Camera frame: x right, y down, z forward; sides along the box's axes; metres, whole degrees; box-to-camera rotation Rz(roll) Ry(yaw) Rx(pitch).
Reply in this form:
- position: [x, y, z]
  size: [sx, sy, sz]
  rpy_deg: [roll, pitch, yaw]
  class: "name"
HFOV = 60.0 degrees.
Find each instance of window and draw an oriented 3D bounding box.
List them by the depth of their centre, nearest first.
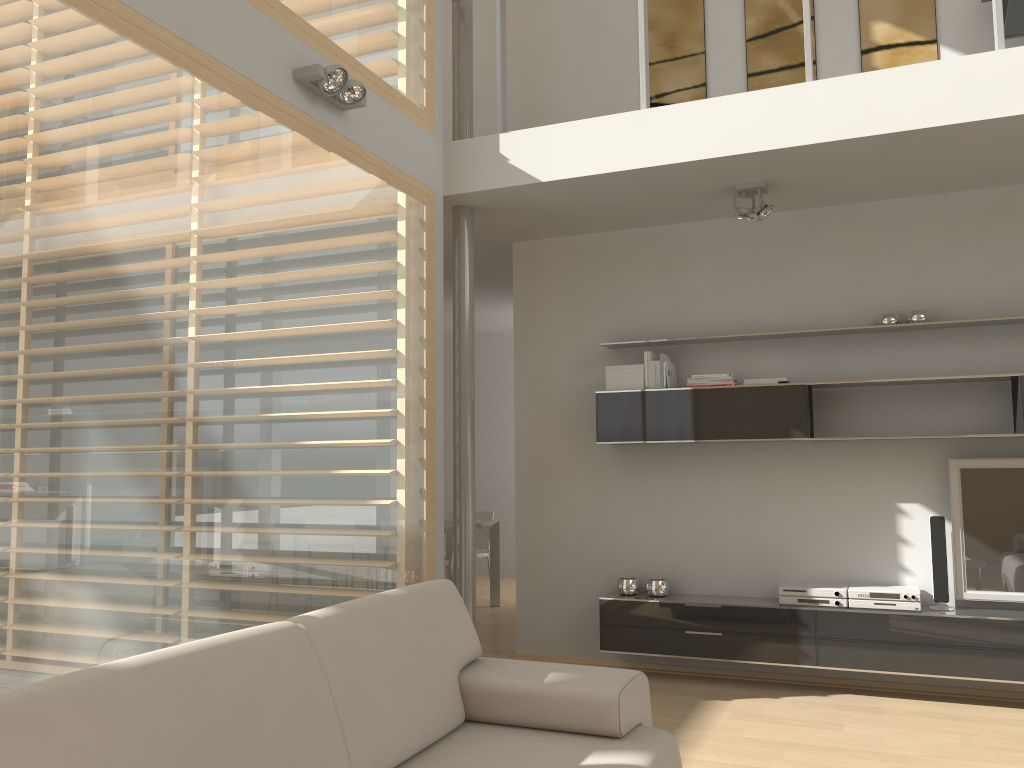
- position: [-0.942, 0.197, 3.391]
  size: [0.020, 2.500, 2.525]
  rpy_deg: [-3, -6, 23]
  class: "window"
- position: [-0.969, -2.641, 3.653]
  size: [0.020, 2.200, 2.525]
  rpy_deg: [-3, -6, 23]
  class: "window"

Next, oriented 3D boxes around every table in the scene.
- position: [-1.295, 1.585, 7.806]
  size: [2.199, 0.746, 0.900]
  rpy_deg: [-3, -6, 23]
  class: "table"

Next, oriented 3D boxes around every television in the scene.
- position: [2.895, 0.737, 4.463]
  size: [1.224, 0.735, 0.096]
  rpy_deg: [-3, -6, 23]
  class: "television"

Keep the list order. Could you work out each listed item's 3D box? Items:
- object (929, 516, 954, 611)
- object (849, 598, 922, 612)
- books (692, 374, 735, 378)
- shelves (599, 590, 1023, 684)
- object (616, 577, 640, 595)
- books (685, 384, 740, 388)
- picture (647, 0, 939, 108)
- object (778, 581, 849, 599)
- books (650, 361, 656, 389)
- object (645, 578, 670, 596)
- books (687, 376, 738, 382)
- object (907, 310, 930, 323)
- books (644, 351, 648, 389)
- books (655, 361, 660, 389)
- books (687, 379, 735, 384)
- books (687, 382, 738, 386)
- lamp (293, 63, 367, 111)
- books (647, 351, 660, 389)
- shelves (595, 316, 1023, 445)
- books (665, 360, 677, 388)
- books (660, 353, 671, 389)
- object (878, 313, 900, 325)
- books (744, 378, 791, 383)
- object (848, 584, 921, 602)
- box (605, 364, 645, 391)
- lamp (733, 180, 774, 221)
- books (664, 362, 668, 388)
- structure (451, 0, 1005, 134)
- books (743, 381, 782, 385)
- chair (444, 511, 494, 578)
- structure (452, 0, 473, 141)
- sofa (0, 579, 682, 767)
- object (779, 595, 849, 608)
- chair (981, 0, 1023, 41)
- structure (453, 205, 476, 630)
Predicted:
- position: [2.240, 0.934, 4.650]
  size: [0.111, 0.483, 0.116]
  rpy_deg: [-2, -6, 19]
  class: "object"
- position: [1.979, 1.159, 4.709]
  size: [0.349, 0.049, 0.250]
  rpy_deg: [-3, -6, 23]
  class: "object"
- position: [1.170, -0.037, 5.141]
  size: [0.227, 0.017, 0.230]
  rpy_deg: [-2, -6, 18]
  class: "books"
- position: [2.517, 1.313, 4.459]
  size: [4.236, 0.312, 0.300]
  rpy_deg: [-3, -6, 23]
  class: "shelves"
- position: [0.691, 1.203, 5.275]
  size: [0.143, 0.091, 0.143]
  rpy_deg: [3, -6, -35]
  class: "object"
- position: [1.170, 0.019, 5.126]
  size: [0.297, 0.013, 0.210]
  rpy_deg: [-3, -6, 23]
  class: "books"
- position: [1.597, -2.596, 5.351]
  size: [1.684, 1.800, 0.010]
  rpy_deg: [-3, -6, 23]
  class: "picture"
- position: [1.649, 1.126, 4.845]
  size: [0.349, 0.049, 0.262]
  rpy_deg: [-3, -6, 23]
  class: "object"
- position: [0.867, -0.043, 5.285]
  size: [0.027, 0.169, 0.230]
  rpy_deg: [-3, -6, 23]
  class: "books"
- position: [0.854, 1.195, 5.206]
  size: [0.143, 0.091, 0.143]
  rpy_deg: [3, -6, -35]
  class: "object"
- position: [1.162, -0.022, 5.129]
  size: [0.254, 0.015, 0.190]
  rpy_deg: [-3, -6, 24]
  class: "books"
- position: [2.193, -0.358, 4.785]
  size: [0.115, 0.081, 0.115]
  rpy_deg: [-1, -5, 3]
  class: "object"
- position: [0.830, -0.069, 5.305]
  size: [0.017, 0.227, 0.230]
  rpy_deg: [-3, -6, 23]
  class: "books"
- position: [0.896, -0.043, 5.282]
  size: [0.027, 0.169, 0.230]
  rpy_deg: [-3, -6, 23]
  class: "books"
- position: [1.157, -0.006, 5.133]
  size: [0.254, 0.015, 0.190]
  rpy_deg: [-2, -6, 19]
  class: "books"
- position: [1.166, 0.007, 5.130]
  size: [0.268, 0.011, 0.190]
  rpy_deg: [-3, -6, 24]
  class: "books"
- position: [-0.743, -1.257, 3.763]
  size: [0.183, 0.110, 0.360]
  rpy_deg: [-3, -6, 23]
  class: "lamp"
- position: [0.849, -0.070, 5.304]
  size: [0.017, 0.227, 0.230]
  rpy_deg: [-3, -6, 23]
  class: "books"
- position: [2.506, 0.119, 4.570]
  size: [4.236, 0.914, 0.300]
  rpy_deg: [-3, -6, 23]
  class: "shelves"
- position: [0.947, -0.045, 5.263]
  size: [0.023, 0.169, 0.230]
  rpy_deg: [-3, -6, 23]
  class: "books"
- position: [0.913, -0.065, 5.263]
  size: [0.021, 0.210, 0.207]
  rpy_deg: [-3, -6, 23]
  class: "books"
- position: [2.074, -0.348, 4.880]
  size: [0.115, 0.081, 0.115]
  rpy_deg: [-1, -5, 3]
  class: "object"
- position: [1.450, -0.011, 5.022]
  size: [0.230, 0.017, 0.227]
  rpy_deg: [-3, -6, 23]
  class: "books"
- position: [1.976, 1.111, 4.708]
  size: [0.349, 0.049, 0.262]
  rpy_deg: [-3, -6, 23]
  class: "object"
- position: [0.704, -0.027, 5.324]
  size: [0.232, 0.149, 0.232]
  rpy_deg: [-3, -6, 23]
  class: "box"
- position: [1.282, -0.959, 4.718]
  size: [0.214, 0.195, 0.150]
  rpy_deg: [-3, -6, 23]
  class: "lamp"
- position: [0.928, -0.040, 5.256]
  size: [0.009, 0.156, 0.207]
  rpy_deg: [-3, -6, 23]
  class: "books"
- position: [2.139, -1.888, 3.962]
  size: [5.400, 0.900, 0.080]
  rpy_deg: [-3, -6, 23]
  class: "structure"
- position: [1.440, 0.006, 5.029]
  size: [0.190, 0.015, 0.254]
  rpy_deg: [-3, -6, 29]
  class: "books"
- position: [-0.458, 1.563, 7.977]
  size: [0.455, 0.807, 0.501]
  rpy_deg: [-3, -6, 23]
  class: "chair"
- position: [-0.293, -2.502, 5.220]
  size: [0.121, 2.400, 0.122]
  rpy_deg: [-2, -5, 11]
  class: "structure"
- position: [-0.333, 1.004, 2.127]
  size: [1.168, 0.846, 2.093]
  rpy_deg: [-3, -6, 23]
  class: "sofa"
- position: [1.649, 1.175, 4.840]
  size: [0.349, 0.049, 0.262]
  rpy_deg: [-3, -6, 23]
  class: "object"
- position: [2.740, -1.809, 4.468]
  size: [0.628, 0.825, 0.537]
  rpy_deg: [-3, -6, 23]
  class: "chair"
- position: [-0.266, 0.335, 4.959]
  size: [0.121, 2.700, 0.122]
  rpy_deg: [-2, -5, 11]
  class: "structure"
